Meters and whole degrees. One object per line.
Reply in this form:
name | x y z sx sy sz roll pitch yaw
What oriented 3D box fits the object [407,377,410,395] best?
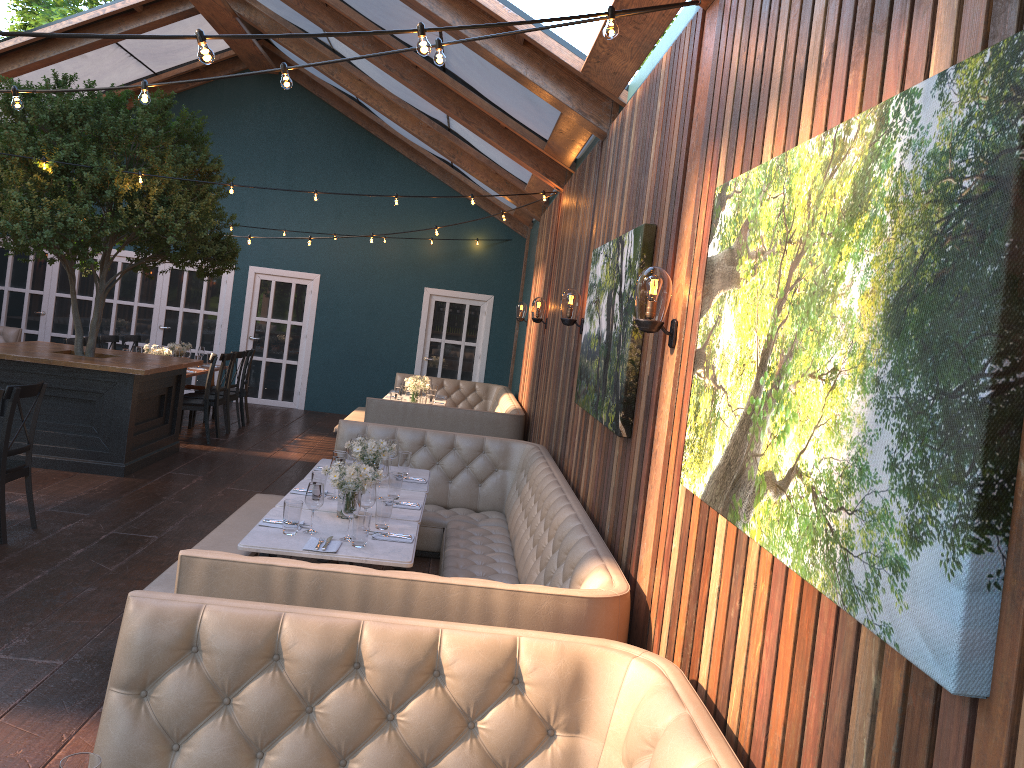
object | -1.370 0.028 11.961 0.092 0.244 0.092 7 1 39

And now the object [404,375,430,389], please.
object | -1.251 0.023 11.770 0.335 0.309 0.330 5 3 -38

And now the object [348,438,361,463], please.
object | -1.052 0.488 5.903 0.092 0.244 0.092 8 1 45

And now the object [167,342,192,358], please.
object | -4.397 -0.411 11.669 0.329 0.309 0.337 7 2 -5

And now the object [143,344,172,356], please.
object | -4.275 -0.325 10.642 0.329 0.309 0.336 7 2 12

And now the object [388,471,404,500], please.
object | -0.706 0.613 5.333 0.091 0.158 0.092 7 1 -17

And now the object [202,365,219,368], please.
object | -4.086 -0.246 11.945 0.255 0.019 0.158 7 4 -3

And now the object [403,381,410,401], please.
object | -1.337 0.086 11.189 0.092 0.244 0.092 8 1 45

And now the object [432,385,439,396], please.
object | -1.067 0.092 12.191 0.091 0.158 0.092 7 1 -17

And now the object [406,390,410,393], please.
object | -1.445 0.039 12.288 0.091 0.158 0.092 7 1 -17

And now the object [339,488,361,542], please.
object | -0.782 0.634 4.281 0.092 0.244 0.092 8 1 45

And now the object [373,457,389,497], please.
object | -0.784 0.565 5.263 0.092 0.244 0.092 8 1 45

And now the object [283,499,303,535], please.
object | -1.062 0.644 4.266 0.091 0.158 0.092 7 1 -17

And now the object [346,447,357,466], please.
object | -1.126 0.499 6.230 0.091 0.158 0.092 7 1 -17

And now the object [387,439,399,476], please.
object | -0.827 0.504 6.063 0.092 0.244 0.092 8 1 45

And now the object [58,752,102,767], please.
object | -0.807 0.815 1.626 0.092 0.244 0.092 8 1 45

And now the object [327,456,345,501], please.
object | -1.018 0.546 5.131 0.092 0.244 0.092 8 1 45

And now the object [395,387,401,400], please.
object | -1.426 0.123 11.119 0.091 0.158 0.092 7 1 -17

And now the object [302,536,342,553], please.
object | -0.881 0.745 4.140 0.157 0.019 0.256 7 4 -3

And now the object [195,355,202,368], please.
object | -4.093 -0.288 11.533 0.092 0.158 0.091 7 1 23

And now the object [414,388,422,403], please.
object | -1.100 0.173 10.340 0.092 0.244 0.092 8 1 45

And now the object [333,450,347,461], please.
object | -1.140 0.525 5.833 0.091 0.158 0.092 7 1 -17

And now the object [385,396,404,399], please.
object | -1.491 0.174 11.276 0.255 0.019 0.158 7 4 -3

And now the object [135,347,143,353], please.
object | -4.534 -0.329 10.726 0.092 0.244 0.092 8 1 45

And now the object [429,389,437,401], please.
object | -1.024 0.153 11.392 0.091 0.158 0.092 7 1 -17

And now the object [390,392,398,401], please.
object | -1.380 0.184 10.324 0.091 0.158 0.092 7 1 -17

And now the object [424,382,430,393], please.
object | -1.102 0.105 11.322 0.092 0.244 0.092 8 1 45

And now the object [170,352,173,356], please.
object | -4.573 -0.413 11.870 0.092 0.244 0.092 7 1 39

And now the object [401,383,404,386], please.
object | -1.459 0.065 11.892 0.091 0.158 0.092 7 1 -17

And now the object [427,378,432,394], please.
object | -1.145 0.044 12.121 0.092 0.244 0.092 7 1 39

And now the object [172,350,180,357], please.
object | -4.153 -0.296 10.917 0.092 0.244 0.092 8 1 45

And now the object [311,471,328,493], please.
object | -1.107 0.583 5.061 0.091 0.158 0.092 7 1 -17

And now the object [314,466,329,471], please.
object | -1.206 0.577 5.990 0.255 0.019 0.158 7 4 -3

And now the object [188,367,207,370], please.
object | -4.057 -0.201 11.351 0.255 0.019 0.158 7 4 -3

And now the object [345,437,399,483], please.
object | -0.921 0.485 5.711 0.336 0.309 0.329 7 2 9

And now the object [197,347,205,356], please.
object | -4.237 -0.384 12.041 0.092 0.244 0.092 7 1 39

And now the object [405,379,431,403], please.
object | -1.193 0.088 10.940 0.337 0.309 0.328 9 3 39

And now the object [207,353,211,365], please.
object | -4.136 -0.334 12.115 0.092 0.158 0.091 7 1 23

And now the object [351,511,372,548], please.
object | -0.718 0.690 4.197 0.092 0.158 0.091 8 1 33

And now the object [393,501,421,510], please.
object | -0.657 0.700 5.177 0.255 0.019 0.158 7 4 -3

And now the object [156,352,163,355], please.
object | -4.121 -0.251 10.321 0.092 0.244 0.092 8 1 45

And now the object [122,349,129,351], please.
object | -4.447 -0.279 10.160 0.092 0.244 0.092 8 1 45

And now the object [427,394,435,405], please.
object | -0.984 0.210 10.642 0.091 0.158 0.092 7 1 -17

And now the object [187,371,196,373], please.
object | -4.007 -0.160 10.844 0.255 0.019 0.158 7 4 -3

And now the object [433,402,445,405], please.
object | -0.975 0.240 11.235 0.255 0.019 0.158 7 4 -3

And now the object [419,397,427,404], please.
object | -1.036 0.230 10.256 0.091 0.158 0.092 7 1 -17

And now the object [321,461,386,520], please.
object | -0.869 0.558 4.753 0.337 0.309 0.329 7 2 13

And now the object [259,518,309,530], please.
object | -1.127 0.695 4.422 0.255 0.019 0.158 7 4 -3

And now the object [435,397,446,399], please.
object | -1.018 0.179 12.035 0.255 0.019 0.158 7 4 -3

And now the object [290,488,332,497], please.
object | -1.173 0.634 5.217 0.255 0.019 0.158 7 4 -3

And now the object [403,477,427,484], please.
object | -0.699 0.639 5.977 0.255 0.019 0.158 7 4 -3

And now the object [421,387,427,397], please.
object | -1.063 0.162 10.572 0.092 0.244 0.092 8 1 45

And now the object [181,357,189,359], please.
object | -4.073 -0.249 11.007 0.092 0.158 0.091 8 1 33

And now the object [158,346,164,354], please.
object | -4.493 -0.364 11.300 0.092 0.244 0.092 7 1 39

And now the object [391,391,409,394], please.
object | -1.524 0.116 12.048 0.255 0.019 0.158 7 4 -3

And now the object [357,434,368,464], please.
object | -1.052 0.471 6.145 0.092 0.244 0.092 8 1 45

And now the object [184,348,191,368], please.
object | -4.202 -0.338 11.440 0.092 0.244 0.092 7 1 39

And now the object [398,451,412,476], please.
object | -0.748 0.552 6.133 0.091 0.158 0.092 7 1 -17

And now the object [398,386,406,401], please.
object | -1.291 0.147 10.393 0.092 0.244 0.092 8 1 45
